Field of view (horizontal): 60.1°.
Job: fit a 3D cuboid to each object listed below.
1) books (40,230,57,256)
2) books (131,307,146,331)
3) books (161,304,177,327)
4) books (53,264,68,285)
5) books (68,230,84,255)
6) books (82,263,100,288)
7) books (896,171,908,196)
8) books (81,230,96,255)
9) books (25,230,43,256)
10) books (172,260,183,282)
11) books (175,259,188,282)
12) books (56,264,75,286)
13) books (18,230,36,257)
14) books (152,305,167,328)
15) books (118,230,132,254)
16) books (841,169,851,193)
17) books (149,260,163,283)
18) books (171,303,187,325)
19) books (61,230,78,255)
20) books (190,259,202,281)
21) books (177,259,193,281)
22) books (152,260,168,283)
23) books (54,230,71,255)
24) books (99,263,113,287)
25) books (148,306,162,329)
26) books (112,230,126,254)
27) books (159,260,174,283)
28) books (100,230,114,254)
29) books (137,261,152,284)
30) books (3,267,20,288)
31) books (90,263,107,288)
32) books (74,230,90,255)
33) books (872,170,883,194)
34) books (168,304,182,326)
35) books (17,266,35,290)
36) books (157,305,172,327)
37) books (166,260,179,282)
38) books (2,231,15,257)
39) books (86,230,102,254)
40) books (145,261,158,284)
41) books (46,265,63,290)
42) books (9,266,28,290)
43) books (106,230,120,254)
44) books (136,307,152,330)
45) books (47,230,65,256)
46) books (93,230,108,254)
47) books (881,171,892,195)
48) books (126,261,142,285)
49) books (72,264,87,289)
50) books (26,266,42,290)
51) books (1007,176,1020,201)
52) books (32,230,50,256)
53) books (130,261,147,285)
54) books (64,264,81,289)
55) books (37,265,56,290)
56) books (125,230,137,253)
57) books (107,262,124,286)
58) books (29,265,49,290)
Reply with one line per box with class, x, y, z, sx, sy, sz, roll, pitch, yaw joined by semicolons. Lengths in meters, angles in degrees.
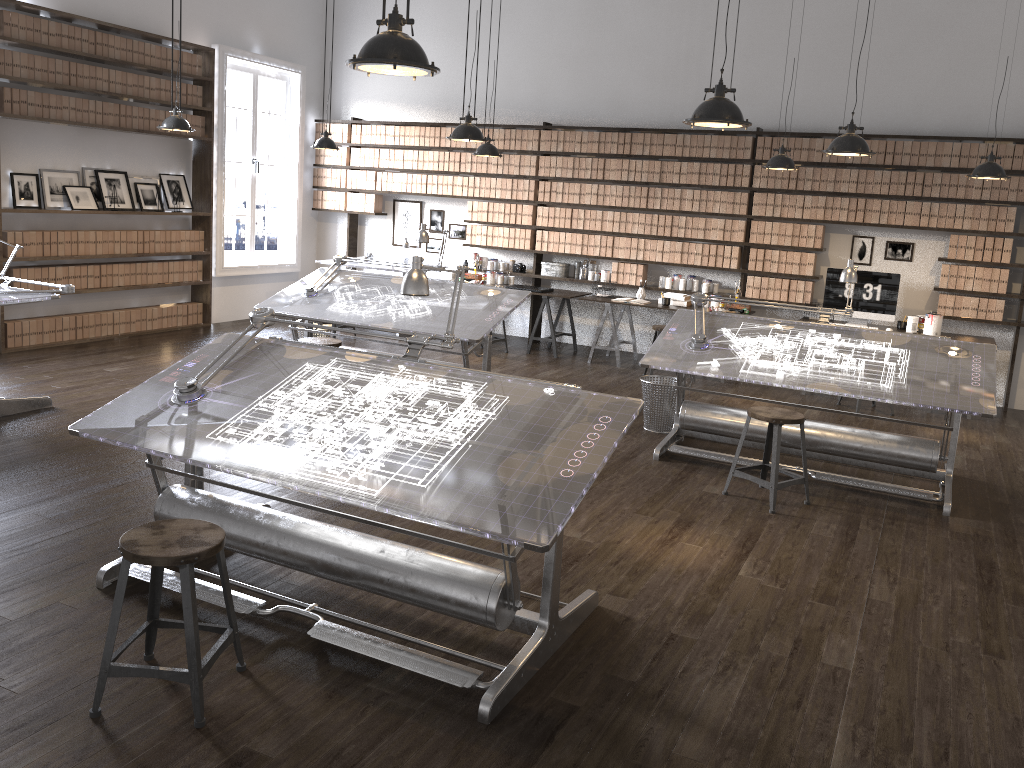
books;-4.287;-1.301;8.179;0.175;0.224;0.067;9;10;25
books;-3.892;-0.676;9.213;0.175;0.224;0.067;9;10;25
books;-3.713;-0.741;9.580;0.175;0.224;0.067;9;10;25
books;-4.259;-1.003;8.325;0.175;0.224;0.067;9;10;25
books;-4.158;-1.344;8.426;0.175;0.224;0.067;9;10;25
books;-4.108;-1.058;8.636;0.175;0.224;0.067;9;10;25
books;3.657;-1.875;8.306;0.067;0.224;0.175;8;11;25
books;-4.104;-1.365;8.543;0.175;0.224;0.067;9;10;25
books;-4.352;-1.277;8.046;0.175;0.224;0.067;9;10;25
books;-3.645;-1.224;9.576;0.175;0.224;0.067;9;10;25
books;-3.612;-1.234;9.634;0.175;0.224;0.067;9;10;25
books;-4.225;-1.013;8.383;0.175;0.224;0.067;9;10;25
books;-4.379;-1.267;7.986;0.175;0.224;0.067;9;10;25
books;-3.768;-0.718;9.454;0.175;0.224;0.067;9;10;25
books;-3.914;-1.432;8.923;0.175;0.224;0.067;9;10;25
books;3.217;-1.947;8.513;0.067;0.224;0.175;8;11;25
books;-3.768;-1.181;9.331;0.175;0.224;0.067;9;10;25
books;-3.651;-0.763;9.707;0.175;0.224;0.067;9;10;25
books;-4.193;-1.335;8.368;0.175;0.224;0.067;9;10;25
books;-3.522;-1.267;9.821;0.175;0.224;0.067;9;10;25
books;-3.587;-1.246;9.696;0.175;0.224;0.067;9;10;25
books;-3.735;-1.192;9.393;0.175;0.224;0.067;9;10;25
books;-4.224;-1.323;8.305;0.175;0.224;0.067;9;10;25
books;-4.043;-1.081;8.769;0.175;0.224;0.067;9;10;25
books;-3.801;-0.708;9.396;0.175;0.224;0.067;9;10;25
books;-3.946;-1.421;8.858;0.175;0.224;0.067;9;10;25
books;-3.701;-1.202;9.454;0.175;0.224;0.067;9;10;25
books;-4.015;-1.399;8.734;0.175;0.224;0.067;9;10;25
books;-3.823;-1.158;9.201;0.175;0.224;0.067;9;10;25
books;-4.468;-0.925;7.886;0.175;0.224;0.067;9;10;25
books;-4.070;-1.069;8.700;0.175;0.224;0.067;9;10;25
books;-4.133;-1.356;8.488;0.175;0.224;0.067;9;10;25
books;3.470;-1.905;8.394;0.067;0.224;0.175;8;11;25
books;-3.678;-0.751;9.641;0.175;0.224;0.067;9;10;25
books;-4.408;-0.948;8.017;0.175;0.224;0.067;9;10;25
books;-3.744;-0.729;9.516;0.175;0.224;0.067;9;10;25
books;-3.671;-1.214;9.519;0.175;0.224;0.067;9;10;25
books;-4.469;-1.234;7.800;0.175;0.224;0.067;9;10;25
books;-4.071;-1.376;8.607;0.175;0.224;0.067;9;10;25
books;-3.795;-1.170;9.267;0.175;0.224;0.067;9;10;25
books;-4.285;-0.993;8.268;0.175;0.224;0.067;9;10;25
books;-4.437;-0.936;7.951;0.175;0.224;0.067;9;10;25
books;-3.981;-1.410;8.795;0.175;0.224;0.067;9;10;25
books;-3.857;-0.686;9.274;0.175;0.224;0.067;9;10;25
books;-4.252;-1.312;8.240;0.175;0.224;0.067;9;10;25
books;-4.044;-1.388;8.671;0.175;0.224;0.067;9;10;25
books;3.534;-1.894;8.360;0.067;0.224;0.175;8;11;25
books;-3.887;-1.137;9.082;0.175;0.224;0.067;9;10;25
books;-4.170;-1.036;8.509;0.175;0.224;0.067;9;10;25
books;-4.381;-0.960;8.080;0.175;0.224;0.067;9;10;25
books;4.478;-1.738;7.914;0.067;0.224;0.175;8;11;25
books;-4.315;-1.288;8.109;0.175;0.224;0.067;9;10;25
books;-3.855;-1.146;9.137;0.175;0.224;0.067;9;10;25
books;-4.201;-1.024;8.445;0.175;0.224;0.067;9;10;25
books;-4.315;-0.981;8.203;0.175;0.224;0.067;9;10;25
books;-3.891;-1.443;8.981;0.175;0.224;0.067;9;10;25
books;-3.979;-1.103;8.891;0.175;0.224;0.067;9;10;25
books;-4.349;-0.971;8.142;0.175;0.224;0.067;9;10;25
